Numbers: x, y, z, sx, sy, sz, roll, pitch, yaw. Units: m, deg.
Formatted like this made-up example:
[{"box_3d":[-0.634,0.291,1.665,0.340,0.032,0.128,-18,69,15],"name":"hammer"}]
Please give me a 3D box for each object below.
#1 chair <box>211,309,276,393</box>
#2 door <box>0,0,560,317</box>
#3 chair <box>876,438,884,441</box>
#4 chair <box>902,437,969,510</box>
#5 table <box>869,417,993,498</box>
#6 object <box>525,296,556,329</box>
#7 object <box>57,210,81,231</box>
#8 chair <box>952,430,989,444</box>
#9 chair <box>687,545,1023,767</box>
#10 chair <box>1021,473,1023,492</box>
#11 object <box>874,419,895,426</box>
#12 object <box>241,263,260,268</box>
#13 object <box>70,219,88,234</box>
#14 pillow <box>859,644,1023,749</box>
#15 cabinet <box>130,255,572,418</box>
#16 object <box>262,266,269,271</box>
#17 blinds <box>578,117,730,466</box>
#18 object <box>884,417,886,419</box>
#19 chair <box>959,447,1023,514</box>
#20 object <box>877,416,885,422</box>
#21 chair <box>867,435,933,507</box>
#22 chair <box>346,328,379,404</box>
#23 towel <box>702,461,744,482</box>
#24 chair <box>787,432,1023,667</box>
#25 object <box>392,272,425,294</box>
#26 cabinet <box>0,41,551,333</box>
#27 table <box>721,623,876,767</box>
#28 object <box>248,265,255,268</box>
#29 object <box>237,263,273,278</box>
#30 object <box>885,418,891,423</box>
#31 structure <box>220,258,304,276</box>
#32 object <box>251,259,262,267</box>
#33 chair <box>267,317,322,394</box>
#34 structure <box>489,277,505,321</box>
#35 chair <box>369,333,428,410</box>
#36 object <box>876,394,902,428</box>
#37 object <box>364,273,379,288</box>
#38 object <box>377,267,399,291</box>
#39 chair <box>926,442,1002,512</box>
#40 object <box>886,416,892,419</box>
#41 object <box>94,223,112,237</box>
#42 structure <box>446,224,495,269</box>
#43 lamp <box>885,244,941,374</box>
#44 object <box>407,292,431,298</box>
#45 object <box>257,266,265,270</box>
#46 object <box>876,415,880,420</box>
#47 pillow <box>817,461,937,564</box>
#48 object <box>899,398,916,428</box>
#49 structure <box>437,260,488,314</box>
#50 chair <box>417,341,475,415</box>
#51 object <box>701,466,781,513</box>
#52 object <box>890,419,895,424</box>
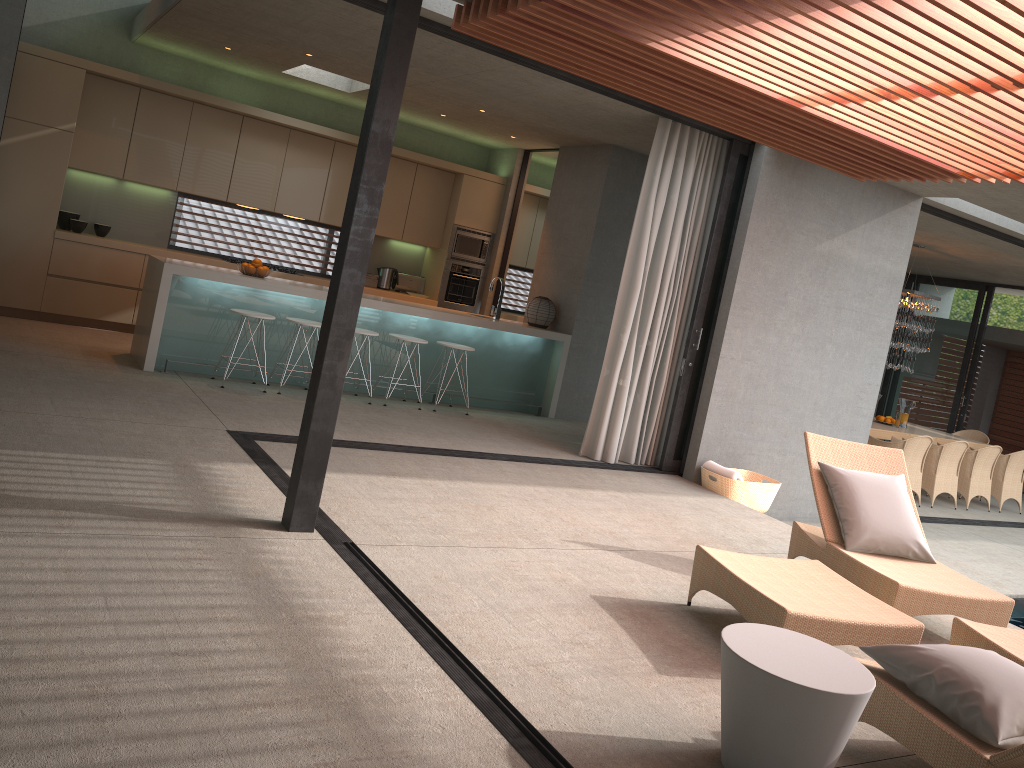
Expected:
[{"box_3d":[-2.236,-0.290,7.423,0.379,0.622,0.386,10,4,-32],"name":"chair"},{"box_3d":[-2.340,-0.513,5.425,5.825,4.457,15.271,15,7,30],"name":"door"},{"box_3d":[5.306,0.752,13.532,0.613,0.860,0.637,10,4,-32],"name":"chair"},{"box_3d":[5.192,1.039,10.904,0.613,0.860,0.637,10,4,-32],"name":"chair"},{"box_3d":[4.938,0.906,12.022,3.237,0.754,1.295,8,7,-32],"name":"table"},{"box_3d":[0.310,-0.781,9.573,0.338,0.333,0.344,8,6,-40],"name":"object"},{"box_3d":[-4.554,-1.669,9.045,0.227,0.187,0.224,15,6,35],"name":"object"},{"box_3d":[6.656,1.083,13.138,0.626,0.860,0.624,10,4,-32],"name":"chair"},{"box_3d":[1.559,0.916,3.300,0.697,0.824,2.317,11,6,-17],"name":"chair"},{"box_3d":[9.465,1.966,15.746,0.629,0.860,0.620,12,4,-2],"name":"chair"},{"box_3d":[5.087,0.530,12.048,0.312,0.034,0.309,15,7,26],"name":"object"},{"box_3d":[-2.345,-1.031,7.881,0.174,0.100,0.096,13,4,13],"name":"object"},{"box_3d":[-4.397,-1.594,8.951,0.168,0.126,0.171,7,7,-45],"name":"object"},{"box_3d":[1.606,1.023,2.970,0.592,0.193,0.600,10,7,-21],"name":"pillow"},{"box_3d":[-1.389,-0.393,8.604,4.095,0.896,0.809,8,6,-32],"name":"cabinet"},{"box_3d":[-2.232,-1.016,7.965,0.094,0.094,0.095,8,6,-43],"name":"object"},{"box_3d":[1.270,-0.755,7.610,0.879,2.925,0.232,10,3,-35],"name":"blinds"},{"box_3d":[5.099,0.488,12.134,0.080,0.081,0.082,9,5,-38],"name":"object"},{"box_3d":[6.431,1.209,11.676,0.613,0.860,0.637,10,4,-32],"name":"chair"},{"box_3d":[5.017,0.480,12.010,0.094,0.094,0.095,8,6,-42],"name":"object"},{"box_3d":[4.572,0.954,10.519,0.613,0.860,0.637,10,4,-32],"name":"chair"},{"box_3d":[-1.437,-0.181,7.920,0.379,0.622,0.386,10,4,-32],"name":"chair"},{"box_3d":[1.800,0.844,7.405,0.307,0.311,0.373,9,5,-31],"name":"towel"},{"box_3d":[2.272,0.933,4.419,0.698,0.823,2.315,11,6,-13],"name":"chair"},{"box_3d":[-1.299,-1.254,11.074,0.387,0.247,0.152,9,4,-32],"name":"object"},{"box_3d":[-1.536,-1.428,9.875,7.424,2.558,1.987,8,5,-32],"name":"cabinet"},{"box_3d":[0.859,1.050,2.799,0.480,0.392,0.472,16,6,39],"name":"table"},{"box_3d":[-2.315,-1.012,7.838,0.081,0.081,0.081,12,4,-3],"name":"object"},{"box_3d":[-2.313,-1.010,7.927,0.313,0.082,0.319,8,7,-32],"name":"object"},{"box_3d":[5.084,0.505,11.957,0.081,0.081,0.081,12,4,-3],"name":"object"},{"box_3d":[-2.794,-1.296,9.876,0.833,0.091,0.469,8,8,-32],"name":"structure"},{"box_3d":[-2.297,-1.083,7.960,0.094,0.094,0.095,11,4,-12],"name":"object"},{"box_3d":[-1.839,-0.236,7.670,0.379,0.622,0.386,10,4,-32],"name":"chair"},{"box_3d":[-0.191,-0.898,9.208,0.096,0.440,0.261,11,3,-32],"name":"structure"},{"box_3d":[-1.021,-0.124,8.181,0.379,0.622,0.386,10,4,-32],"name":"chair"},{"box_3d":[4.948,0.333,11.944,0.538,0.385,0.328,10,4,-16],"name":"object"},{"box_3d":[-1.850,-1.284,10.725,0.398,0.159,0.243,8,6,-32],"name":"object"},{"box_3d":[-1.536,-1.299,10.868,0.276,0.284,0.179,10,4,-27],"name":"object"},{"box_3d":[5.812,1.124,11.290,0.613,0.860,0.637,10,4,-32],"name":"chair"},{"box_3d":[5.114,0.461,11.999,0.071,0.048,0.071,14,5,19],"name":"object"},{"box_3d":[-4.266,-1.594,9.188,0.168,0.126,0.171,7,7,-45],"name":"object"},{"box_3d":[-0.617,-1.737,11.083,0.592,0.436,0.465,9,5,-32],"name":"structure"},{"box_3d":[5.391,-1.042,12.129,0.615,1.750,0.624,10,3,-32],"name":"lamp"},{"box_3d":[-1.148,-1.085,10.835,0.312,0.034,0.309,15,7,26],"name":"object"},{"box_3d":[-2.239,-1.004,7.873,0.086,0.087,0.088,8,6,-41],"name":"object"},{"box_3d":[5.025,0.474,12.100,0.087,0.087,0.087,13,5,18],"name":"object"},{"box_3d":[2.124,0.742,5.162,0.606,0.426,0.430,11,4,-14],"name":"pillow"},{"box_3d":[5.410,0.403,12.178,0.194,0.385,0.191,14,4,40],"name":"object"},{"box_3d":[-0.712,-1.237,11.085,0.592,0.578,0.503,9,5,-32],"name":"structure"},{"box_3d":[-0.599,-0.066,8.446,0.379,0.622,0.386,10,4,-32],"name":"chair"},{"box_3d":[1.911,0.916,7.489,0.675,0.299,0.451,8,6,-32],"name":"object"},{"box_3d":[5.160,0.513,11.992,0.086,0.087,0.088,8,6,-42],"name":"object"}]
